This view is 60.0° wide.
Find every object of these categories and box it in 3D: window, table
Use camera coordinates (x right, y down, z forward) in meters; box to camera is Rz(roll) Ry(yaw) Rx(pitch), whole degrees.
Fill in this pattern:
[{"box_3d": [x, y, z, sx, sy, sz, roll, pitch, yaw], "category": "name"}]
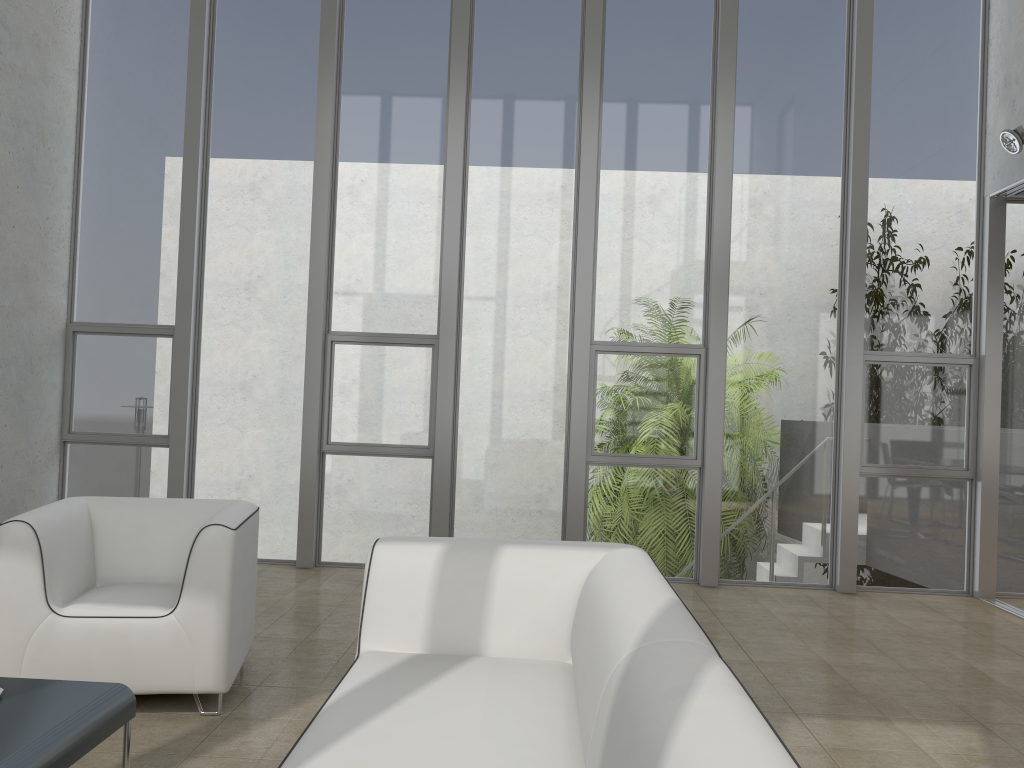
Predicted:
[{"box_3d": [-1.755, -1.609, 6.229, 0.741, 5.650, 0.010, 2, -1, 2], "category": "window"}, {"box_3d": [2.807, -1.434, 6.056, 0.800, 5.700, 0.050, 2, -1, 2], "category": "window"}, {"box_3d": [-2.668, -1.645, 6.246, 0.800, 5.700, 0.050, 2, -1, 2], "category": "window"}, {"box_3d": [-0.843, -1.574, 6.182, 0.800, 5.700, 0.050, 2, -1, 2], "category": "window"}, {"box_3d": [1.895, -1.468, 6.103, 0.741, 5.650, 0.010, 2, -1, 2], "category": "window"}, {"box_3d": [0.982, -1.504, 6.119, 0.800, 5.700, 0.050, 2, -1, 2], "category": "window"}, {"box_3d": [3.661, 0.101, 6.008, 0.741, 2.645, 0.010, 2, -1, 2], "category": "window"}, {"box_3d": [-1.300, 0.971, 1.671, 0.532, 0.390, 1.420, 2, -1, 2], "category": "table"}, {"box_3d": [0.070, -1.539, 6.166, 0.741, 5.650, 0.010, 2, -1, 2], "category": "window"}]

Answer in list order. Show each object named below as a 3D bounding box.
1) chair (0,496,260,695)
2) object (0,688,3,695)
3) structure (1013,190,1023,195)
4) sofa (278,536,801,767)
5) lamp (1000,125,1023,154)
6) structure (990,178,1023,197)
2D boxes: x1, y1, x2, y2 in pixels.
[{"box_3d": [-1.474, 0.801, 3.509, 0.829, 0.635, 0.720, 2, -1, -8], "category": "chair"}, {"box_3d": [-1.347, 0.779, 2.214, 0.130, 0.014, 0.136, 2, -1, 17], "category": "object"}, {"box_3d": [3.242, 0.912, 2.532, 4.916, 6.900, 6.700, 2, -1, 2], "category": "structure"}, {"box_3d": [-0.056, 0.820, 1.814, 0.971, 0.638, 2.601, 2, -1, 2], "category": "sofa"}, {"box_3d": [3.041, -1.451, 5.292, 0.228, 0.154, 0.197, 2, -1, 2], "category": "lamp"}, {"box_3d": [0.717, -2.014, 4.142, 10.665, 6.605, 9.817, 2, -1, 1], "category": "structure"}]
